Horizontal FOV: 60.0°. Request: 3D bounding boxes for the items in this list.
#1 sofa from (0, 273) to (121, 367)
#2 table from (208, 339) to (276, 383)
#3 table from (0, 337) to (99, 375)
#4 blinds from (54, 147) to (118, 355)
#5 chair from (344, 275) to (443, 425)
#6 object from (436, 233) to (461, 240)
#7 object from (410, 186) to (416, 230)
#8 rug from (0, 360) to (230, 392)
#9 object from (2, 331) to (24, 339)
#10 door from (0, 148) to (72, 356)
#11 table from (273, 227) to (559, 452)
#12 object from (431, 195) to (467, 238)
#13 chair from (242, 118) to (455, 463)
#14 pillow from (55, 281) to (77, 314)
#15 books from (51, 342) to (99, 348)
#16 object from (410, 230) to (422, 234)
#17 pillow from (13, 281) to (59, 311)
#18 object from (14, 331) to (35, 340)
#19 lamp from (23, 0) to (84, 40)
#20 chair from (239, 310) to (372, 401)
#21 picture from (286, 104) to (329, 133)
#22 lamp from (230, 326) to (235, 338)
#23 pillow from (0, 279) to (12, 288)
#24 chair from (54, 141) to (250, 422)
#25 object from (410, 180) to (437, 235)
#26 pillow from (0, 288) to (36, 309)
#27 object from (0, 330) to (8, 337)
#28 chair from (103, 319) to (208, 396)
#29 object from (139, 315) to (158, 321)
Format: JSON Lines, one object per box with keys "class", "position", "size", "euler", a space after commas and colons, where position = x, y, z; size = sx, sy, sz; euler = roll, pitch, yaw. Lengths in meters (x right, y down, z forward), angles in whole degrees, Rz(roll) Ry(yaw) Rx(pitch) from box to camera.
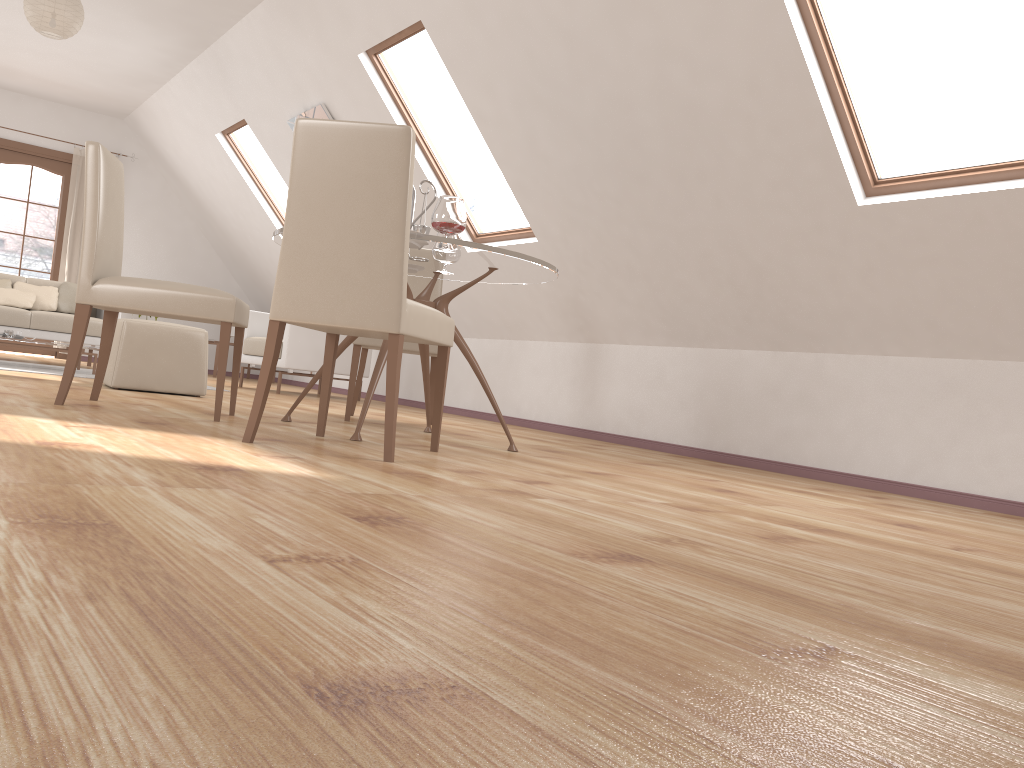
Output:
{"class": "sofa", "position": [-4.241, -0.570, 7.136], "size": [1.880, 0.706, 0.820], "euler": [7, 0, -35]}
{"class": "table", "position": [-3.031, -0.257, 9.675], "size": [0.730, 0.390, 0.773], "euler": [7, 0, -37]}
{"class": "table", "position": [-3.547, -0.231, 6.094], "size": [1.173, 0.190, 0.730], "euler": [7, 0, -35]}
{"class": "blinds", "position": [-4.428, -1.354, 9.190], "size": [0.424, 2.129, 0.123], "euler": [7, 0, -40]}
{"class": "chair", "position": [-0.579, -0.289, 4.695], "size": [0.477, 0.999, 0.618], "euler": [7, 0, -8]}
{"class": "object", "position": [-0.301, -0.624, 4.099], "size": [0.136, 0.183, 0.136], "euler": [7, 0, -8]}
{"class": "object", "position": [-0.477, -0.774, 3.873], "size": [0.109, 0.435, 0.109], "euler": [7, 0, -39]}
{"class": "rug", "position": [-3.552, -0.140, 6.017], "size": [2.800, 0.007, 1.600], "euler": [7, 0, -35]}
{"class": "object", "position": [-3.392, -0.334, 6.031], "size": [0.143, 0.051, 0.064], "euler": [7, 0, 25]}
{"class": "door", "position": [-5.256, -1.357, 8.775], "size": [1.546, 2.001, 0.098], "euler": [7, 0, -35]}
{"class": "table", "position": [-0.443, -0.162, 3.764], "size": [1.198, 0.770, 1.198], "euler": [7, 0, -14]}
{"class": "object", "position": [-0.241, -0.619, 3.384], "size": [0.136, 0.183, 0.136], "euler": [7, 0, 34]}
{"class": "chair", "position": [-0.482, -0.283, 2.944], "size": [0.477, 0.999, 0.618], "euler": [7, 0, 10]}
{"class": "pillow", "position": [-3.706, -0.729, 7.563], "size": [0.424, 0.276, 0.269], "euler": [7, 0, 15]}
{"class": "books", "position": [-3.120, -0.278, 6.347], "size": [0.280, 0.005, 0.192], "euler": [7, 0, -43]}
{"class": "object", "position": [-0.435, -0.561, 3.362], "size": [0.228, 0.020, 0.228], "euler": [7, 0, 10]}
{"class": "pillow", "position": [-3.991, -0.730, 7.419], "size": [0.351, 0.225, 0.196], "euler": [7, 0, -30]}
{"class": "object", "position": [-3.406, -0.336, 6.191], "size": [0.143, 0.052, 0.064], "euler": [7, 0, -35]}
{"class": "lamp", "position": [-2.848, -2.422, 5.538], "size": [0.340, 0.497, 0.340], "euler": [7, 0, 4]}
{"class": "chair", "position": [-1.714, -0.268, 7.331], "size": [0.748, 0.706, 0.820], "euler": [7, 0, 45]}
{"class": "picture", "position": [-1.271, -1.550, 6.570], "size": [0.683, 0.738, 0.650], "euler": [7, 0, -35]}
{"class": "lamp", "position": [-3.038, -0.643, 9.838], "size": [0.221, 0.375, 0.180], "euler": [7, 0, -1]}
{"class": "pillow", "position": [-4.271, -0.765, 7.228], "size": [0.351, 0.235, 0.185], "euler": [7, 0, -32]}
{"class": "chair", "position": [-1.389, -0.389, 3.553], "size": [0.618, 0.999, 0.477], "euler": [7, 0, -10]}
{"class": "object", "position": [-0.379, -0.705, 3.764], "size": [0.096, 0.322, 0.086], "euler": [7, 0, 18]}
{"class": "pillow", "position": [-4.067, -0.697, 7.191], "size": [0.363, 0.170, 0.227], "euler": [7, 0, -30]}
{"class": "object", "position": [-3.551, -0.353, 6.259], "size": [0.064, 0.052, 0.143], "euler": [7, 0, -5]}
{"class": "chair", "position": [-2.022, -0.159, 5.044], "size": [0.506, 0.394, 0.506], "euler": [7, 0, -31]}
{"class": "object", "position": [-3.908, -0.598, 9.425], "size": [0.311, 0.846, 0.307], "euler": [7, 0, -43]}
